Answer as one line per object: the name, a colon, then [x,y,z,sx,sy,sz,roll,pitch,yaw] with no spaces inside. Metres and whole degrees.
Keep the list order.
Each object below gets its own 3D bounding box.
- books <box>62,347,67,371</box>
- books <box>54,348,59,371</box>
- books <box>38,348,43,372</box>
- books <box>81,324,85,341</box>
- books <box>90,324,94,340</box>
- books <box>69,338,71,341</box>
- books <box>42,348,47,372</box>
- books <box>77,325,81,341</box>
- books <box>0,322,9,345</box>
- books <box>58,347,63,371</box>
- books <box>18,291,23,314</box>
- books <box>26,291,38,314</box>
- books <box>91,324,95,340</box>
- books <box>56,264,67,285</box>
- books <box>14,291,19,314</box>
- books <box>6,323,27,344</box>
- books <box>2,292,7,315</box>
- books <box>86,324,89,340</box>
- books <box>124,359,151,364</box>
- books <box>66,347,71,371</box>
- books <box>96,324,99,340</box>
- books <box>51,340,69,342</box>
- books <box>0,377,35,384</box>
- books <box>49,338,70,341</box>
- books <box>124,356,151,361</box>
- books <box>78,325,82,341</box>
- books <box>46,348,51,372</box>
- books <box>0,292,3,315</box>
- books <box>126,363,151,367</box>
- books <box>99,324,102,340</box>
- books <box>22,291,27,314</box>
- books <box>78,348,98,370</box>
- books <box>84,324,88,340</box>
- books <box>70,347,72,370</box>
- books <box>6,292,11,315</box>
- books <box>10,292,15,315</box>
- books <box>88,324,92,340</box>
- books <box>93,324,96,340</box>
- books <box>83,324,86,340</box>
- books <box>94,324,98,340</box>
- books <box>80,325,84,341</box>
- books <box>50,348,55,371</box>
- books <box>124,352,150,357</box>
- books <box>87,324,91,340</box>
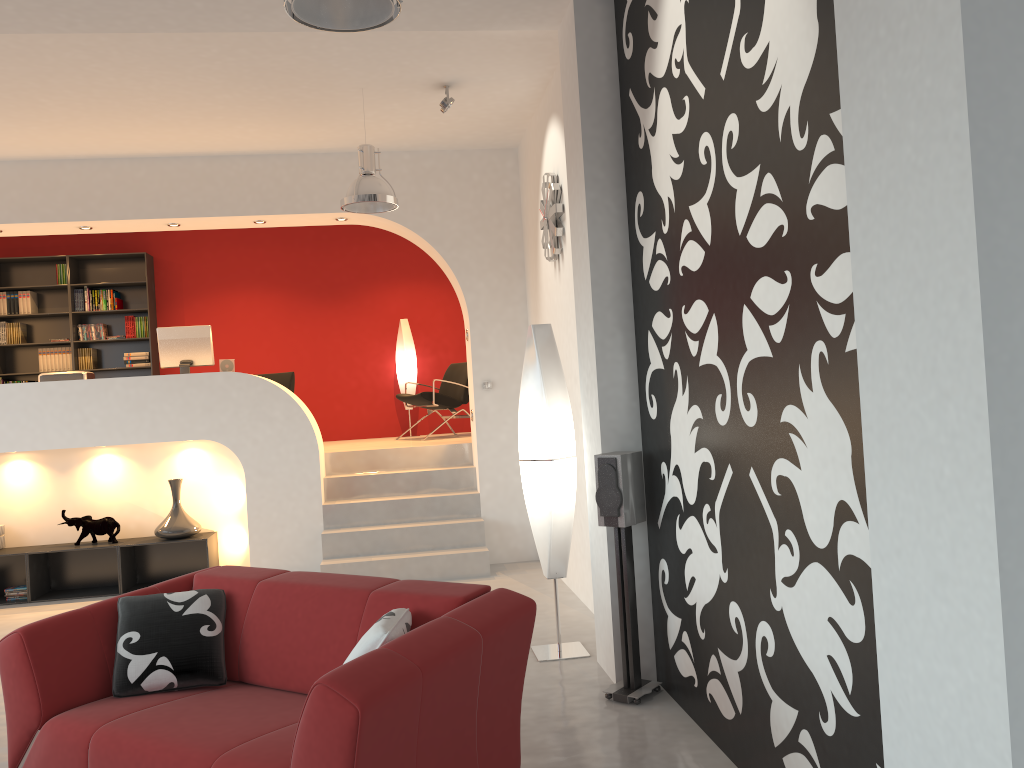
books: [-4.892,-0.268,9.762,0.040,0.260,0.200,-3,-1,-8]
books: [-4.973,-0.263,9.751,0.040,0.260,0.200,-3,-1,-8]
books: [-5.133,-0.253,9.730,0.040,0.260,0.200,-3,-1,-8]
books: [-4.720,-0.559,9.811,0.031,0.190,0.135,-3,-1,-8]
books: [-4.631,-0.565,9.822,0.031,0.190,0.135,-3,-1,-8]
books: [-4.840,-0.550,9.795,0.063,0.187,0.135,-3,-1,-8]
books: [-5.093,-0.256,9.735,0.040,0.260,0.200,-3,-1,-8]
books: [-4.765,-0.557,9.805,0.031,0.190,0.135,-3,-1,-8]
books: [-5.543,-0.543,9.694,0.090,0.256,0.181,-3,-1,-8]
books: [-4.933,-0.265,9.757,0.040,0.260,0.200,-3,-1,-8]
books: [-5.342,-0.874,9.715,0.040,0.260,0.200,-3,-1,-8]
books: [-5.262,-0.879,9.726,0.040,0.260,0.200,-3,-1,-8]
books: [-4.616,-0.565,9.824,0.031,0.190,0.135,-3,-1,-8]
books: [-4.921,-1.191,9.788,0.146,0.240,0.170,-3,-1,-8]
books: [-5.383,-0.872,9.709,0.040,0.260,0.200,-3,-1,-8]
books: [-5.423,-0.542,9.709,0.146,0.240,0.170,-3,-1,-8]
books: [-5.503,-0.865,9.694,0.040,0.260,0.200,-3,-1,-8]
books: [-4.676,-0.562,9.816,0.031,0.190,0.135,-3,-1,-8]
books: [-4.139,-0.243,9.845,0.260,0.040,0.200,-3,-1,-8]
books: [-4.852,-0.270,9.767,0.040,0.260,0.200,-3,-1,-8]
books: [-4.572,-0.568,9.830,0.031,0.190,0.135,-3,-1,-8]
books: [-4.959,-0.472,9.777,0.190,0.015,0.135,-3,-1,-8]
books: [-5.379,0.065,9.680,0.341,0.286,0.231,-3,-1,-8]
books: [-4.978,-0.486,9.775,0.190,0.015,0.135,-3,-1,-8]
books: [-4.146,-0.283,9.844,0.260,0.040,0.200,-3,-1,-8]
books: [-4.750,-0.557,9.807,0.031,0.190,0.135,-3,-1,-8]
books: [-5.053,-0.258,9.741,0.040,0.260,0.200,-3,-1,-8]
books: [-5.543,-0.862,9.688,0.040,0.260,0.200,-3,-1,-8]
books: [-4.119,-0.204,9.850,0.260,0.040,0.200,-3,-1,-6]
books: [-4.542,-0.570,9.834,0.031,0.190,0.135,-3,-1,-8]
books: [-5.302,-0.877,9.720,0.040,0.260,0.200,-3,-1,-8]
books: [-4.688,-0.270,9.800,0.146,0.240,0.170,-3,-1,-8]
books: [-4.691,-0.561,9.814,0.031,0.190,0.135,-3,-1,-8]
books: [-4.812,-0.272,9.773,0.040,0.260,0.200,-3,-1,-8]
books: [-5.463,-0.867,9.699,0.040,0.260,0.200,-3,-1,-8]
books: [-5.423,-0.869,9.704,0.040,0.260,0.200,-3,-1,-8]
books: [-4.646,-0.564,9.820,0.031,0.190,0.135,-3,-1,-8]
books: [-4.602,-0.566,9.826,0.031,0.190,0.135,-3,-1,-8]
books: [-4.706,-0.560,9.812,0.031,0.190,0.135,-3,-1,-8]
books: [-4.587,-0.567,9.828,0.031,0.190,0.135,-3,-1,-8]
books: [-4.735,-0.558,9.809,0.031,0.190,0.135,-3,-1,-8]
books: [-5.013,-0.260,9.746,0.040,0.260,0.200,-3,-1,-8]
books: [-4.137,-0.323,9.837,0.260,0.040,0.200,-3,-1,-8]
books: [-4.661,-0.563,9.818,0.031,0.190,0.135,-3,-1,-8]
